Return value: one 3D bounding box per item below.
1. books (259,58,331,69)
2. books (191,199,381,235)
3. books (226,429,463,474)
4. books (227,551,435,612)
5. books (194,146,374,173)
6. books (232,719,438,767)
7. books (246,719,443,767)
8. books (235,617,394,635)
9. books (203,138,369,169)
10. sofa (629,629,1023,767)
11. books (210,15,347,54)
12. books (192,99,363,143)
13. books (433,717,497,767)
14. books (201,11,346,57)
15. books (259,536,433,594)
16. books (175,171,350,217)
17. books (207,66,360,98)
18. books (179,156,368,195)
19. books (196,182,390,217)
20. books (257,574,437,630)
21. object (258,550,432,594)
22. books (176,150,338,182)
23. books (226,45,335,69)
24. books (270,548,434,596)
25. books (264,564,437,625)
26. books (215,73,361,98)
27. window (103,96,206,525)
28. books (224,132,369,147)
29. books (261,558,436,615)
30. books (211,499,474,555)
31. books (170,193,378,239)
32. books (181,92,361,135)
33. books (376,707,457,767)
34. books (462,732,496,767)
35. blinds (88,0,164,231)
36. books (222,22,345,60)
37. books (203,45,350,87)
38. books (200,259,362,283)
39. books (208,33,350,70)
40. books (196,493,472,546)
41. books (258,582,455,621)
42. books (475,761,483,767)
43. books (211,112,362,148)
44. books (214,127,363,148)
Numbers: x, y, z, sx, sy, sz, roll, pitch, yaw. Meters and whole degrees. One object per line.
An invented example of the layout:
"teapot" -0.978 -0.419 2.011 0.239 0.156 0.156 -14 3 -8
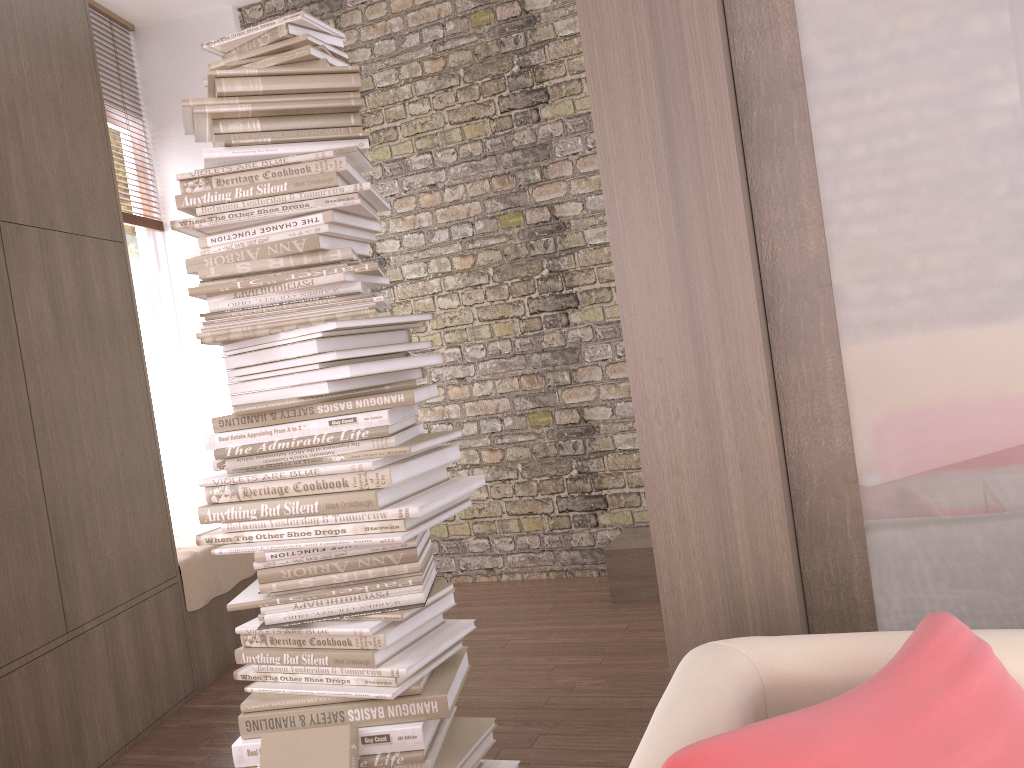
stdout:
"books" -0.597 -0.790 2.326 0.272 0.023 0.201 -8 2 1
"books" -0.571 -0.418 2.313 0.416 0.012 0.324 -8 2 1
"books" -0.440 0.179 2.365 0.542 0.020 0.320 -8 2 21
"books" -0.460 0.514 2.332 0.488 0.018 0.296 -8 2 1
"books" -0.592 -0.565 2.348 0.416 0.015 0.245 -8 2 1
"books" -0.421 0.856 2.287 0.469 0.057 0.364 -8 2 6
"books" -0.407 0.897 2.266 0.442 0.025 0.346 -8 2 6
"books" -0.453 0.597 2.339 0.422 0.016 0.330 -7 2 26
"books" -0.597 -0.584 2.326 0.404 0.026 0.266 -9 2 -19
"sofa" 1.140 0.602 0.401 2.204 0.751 0.919 -8 2 21
"books" -0.606 -0.889 2.314 0.277 0.008 0.216 -8 2 21
"books" -0.618 -0.690 2.325 0.412 0.019 0.259 -9 2 -19
"books" -0.347 0.940 2.297 0.542 0.020 0.320 -8 2 21
"books" -0.622 -0.899 2.326 0.313 0.014 0.204 -8 2 21
"books" -0.420 0.469 2.323 0.396 0.024 0.310 -8 2 1
"books" -0.625 -0.481 2.331 0.401 0.035 0.315 -8 2 1
"books" -0.603 -0.770 2.316 0.366 0.012 0.287 -9 2 -19
"books" -0.612 -0.520 2.349 0.416 0.035 0.323 -8 2 1
"books" -0.561 -0.462 2.343 0.434 0.019 0.324 -8 2 1
"books" -0.415 0.564 2.320 0.413 0.006 0.322 -8 2 1
"object" -0.426 0.487 2.326 0.413 0.008 0.243 -8 2 1
"books" -0.631 -0.543 2.330 0.392 0.015 0.306 -8 2 1
"books" -0.590 -0.834 2.330 0.258 0.010 0.183 -8 2 6
"books" -0.411 0.493 2.342 0.385 0.008 0.274 -8 2 1
"books" -0.409 0.547 2.325 0.396 0.024 0.310 -8 2 1
"books" -0.594 -0.745 2.325 0.351 0.036 0.275 -9 2 -19
"window" -2.052 -0.341 4.266 0.160 2.229 1.407 -8 2 8
"books" -0.573 -0.606 2.325 0.351 0.010 0.284 -9 2 -19
"books" -0.416 0.526 2.330 0.405 0.018 0.300 -8 2 1
"books" -0.430 0.373 2.324 0.542 0.016 0.423 -8 2 21
"books" -0.609 -0.432 2.339 0.470 0.022 0.306 -8 2 1
"books" -0.633 -0.709 2.325 0.435 0.019 0.248 -9 2 -19
"books" -0.404 0.925 2.302 0.469 0.028 0.368 -8 2 6
"books" -0.371 0.998 2.311 0.542 0.046 0.421 -8 2 21
"blinds" -2.111 -1.372 4.218 0.042 1.138 1.373 -8 2 8
"books" -0.599 -0.870 2.325 0.260 0.029 0.193 -7 2 36
"books" -0.615 -0.812 2.334 0.327 0.023 0.198 -8 2 21
"books" -0.592 -0.286 2.341 0.395 0.009 0.233 -8 2 -4
"books" -0.609 -0.845 2.327 0.303 0.015 0.202 -8 2 21
"books" -0.465 0.352 2.371 0.612 0.028 0.399 -8 2 21
"books" -0.407 0.573 2.337 0.448 0.016 0.264 -7 2 26
"books" -0.395 1.050 2.297 0.522 0.046 0.410 -8 2 21
"books" -0.602 -0.664 2.355 0.371 0.036 0.211 -9 2 -19
"books" -0.596 -0.627 2.356 0.371 0.036 0.211 -9 2 -19
